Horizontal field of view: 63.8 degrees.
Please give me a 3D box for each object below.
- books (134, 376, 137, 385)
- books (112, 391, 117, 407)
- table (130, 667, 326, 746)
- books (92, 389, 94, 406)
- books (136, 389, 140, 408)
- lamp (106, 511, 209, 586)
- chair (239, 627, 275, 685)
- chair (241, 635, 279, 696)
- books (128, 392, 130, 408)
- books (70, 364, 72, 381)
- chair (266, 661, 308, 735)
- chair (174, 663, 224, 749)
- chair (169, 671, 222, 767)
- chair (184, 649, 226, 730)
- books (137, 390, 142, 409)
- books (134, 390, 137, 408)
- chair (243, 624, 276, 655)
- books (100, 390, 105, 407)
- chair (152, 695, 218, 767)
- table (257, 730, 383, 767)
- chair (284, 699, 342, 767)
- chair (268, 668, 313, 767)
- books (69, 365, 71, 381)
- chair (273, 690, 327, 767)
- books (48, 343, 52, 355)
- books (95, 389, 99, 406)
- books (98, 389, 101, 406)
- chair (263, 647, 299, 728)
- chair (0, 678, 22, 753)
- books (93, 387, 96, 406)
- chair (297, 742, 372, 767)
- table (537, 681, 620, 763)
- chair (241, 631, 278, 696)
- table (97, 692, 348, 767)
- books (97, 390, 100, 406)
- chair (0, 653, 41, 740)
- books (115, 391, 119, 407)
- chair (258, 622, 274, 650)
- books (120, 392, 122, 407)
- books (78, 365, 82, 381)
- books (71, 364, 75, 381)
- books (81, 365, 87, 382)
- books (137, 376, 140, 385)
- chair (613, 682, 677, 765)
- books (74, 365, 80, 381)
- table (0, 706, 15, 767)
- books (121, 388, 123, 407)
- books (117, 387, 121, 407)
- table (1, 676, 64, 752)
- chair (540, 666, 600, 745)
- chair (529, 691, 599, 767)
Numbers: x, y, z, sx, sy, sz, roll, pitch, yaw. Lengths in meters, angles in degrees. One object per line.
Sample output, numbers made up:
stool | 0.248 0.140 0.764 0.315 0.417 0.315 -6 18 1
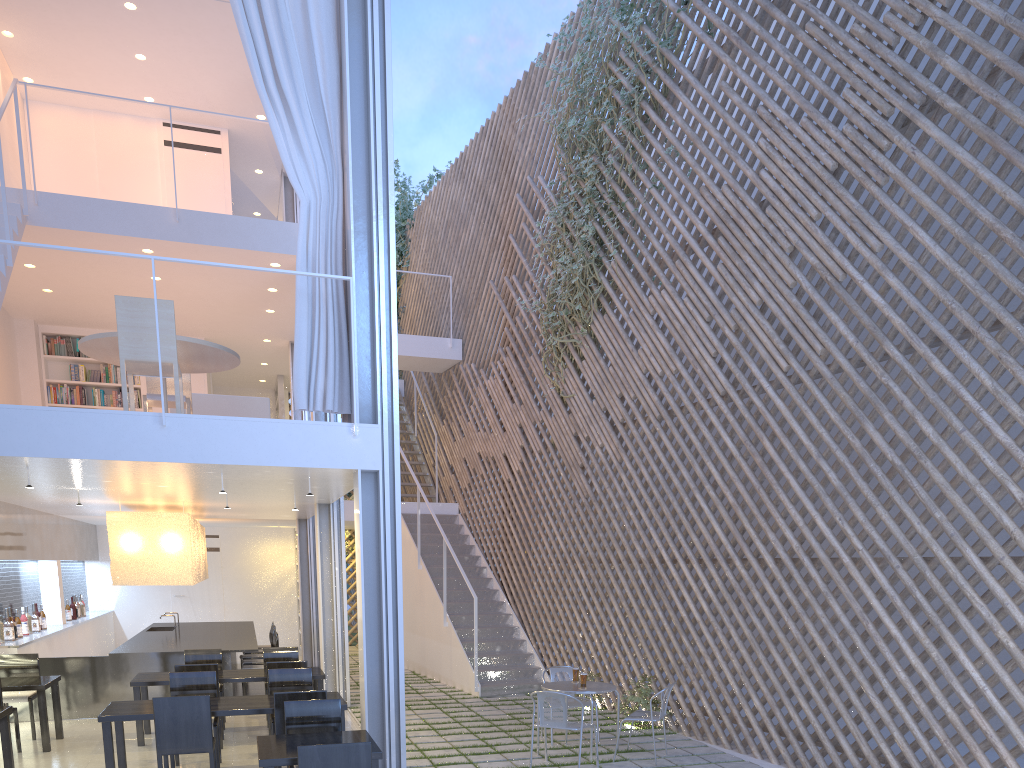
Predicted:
books | -2.643 0.375 4.614 0.037 1.659 3.645 -1 -8 -7
books | -2.983 0.122 6.184 0.020 0.125 0.090 -3 3 -19
table | -1.443 1.658 4.258 0.917 0.335 0.350 3 -3 -18
books | -3.119 0.112 6.140 0.006 0.125 0.093 -3 3 -19
books | -2.834 0.123 6.233 0.011 0.148 0.084 -3 5 -19
lamp | -2.440 1.186 5.827 0.448 0.421 2.326 1 -11 -18
chair | -1.837 1.979 5.946 0.239 0.447 0.185 -2 7 -22
chair | -1.623 1.842 5.312 0.240 0.447 0.184 -1 6 -16
books | -2.888 0.131 6.218 0.018 0.123 0.084 -3 3 -19
books | -2.842 0.357 4.550 0.040 1.664 3.561 -2 -7 -15
chair | -1.124 1.583 4.120 0.191 0.447 0.232 -2 5 -18
chair | -1.514 1.555 3.997 0.191 0.447 0.232 -2 5 -18
chair | -1.355 1.450 3.512 0.191 0.447 0.232 -2 5 -18
chair | -1.658 1.651 4.437 0.191 0.447 0.232 -2 5 -18
books | -2.819 0.124 6.239 0.020 0.148 0.082 -3 5 -19
books | -2.844 0.124 6.228 0.010 0.143 0.087 -3 4 -19
chair | -1.924 2.049 6.269 0.239 0.447 0.184 -2 7 -20
books | -3.066 0.115 6.168 0.021 0.133 0.068 -3 6 -19
chair | -1.211 1.354 3.071 0.191 0.447 0.232 -2 5 -18
table | -0.618 1.306 2.632 0.359 0.336 0.350 1 -2 -18
chair | -0.658 1.294 2.785 0.191 0.447 0.232 -2 5 -18
chair | -0.965 1.478 3.636 0.191 0.447 0.232 -2 5 -18
books | -2.856 0.352 4.545 0.080 1.638 3.582 -2 -7 -15
chair | -0.821 1.383 3.195 0.191 0.447 0.232 -2 5 -18
books | -3.373 -0.244 6.019 0.021 0.101 0.061 -3 4 -19
books | -3.094 0.111 6.147 0.015 0.131 0.093 -3 3 -19
books | -3.076 0.112 6.152 0.007 0.131 0.094 -3 3 -19
chair | -1.268 1.679 4.561 0.191 0.447 0.232 -2 5 -18
chair | -2.365 1.489 3.706 0.191 0.447 0.232 -2 5 -18
books | -3.110 0.104 6.144 0.015 0.145 0.087 -3 5 -19
chair | -0.503 1.191 2.311 0.191 0.447 0.232 -2 5 -18
table | 0.311 1.576 3.863 0.347 0.338 0.346 -1 -2 34
chair | -1.723 1.911 5.631 0.239 0.447 0.184 -2 7 -20
table | -1.155 1.468 3.381 0.917 0.335 0.350 3 -3 -18
books | -3.084 0.116 6.153 0.006 0.123 0.088 -3 3 -19
chair | -2.520 1.592 4.179 0.191 0.447 0.232 -2 5 -18
books | -2.966 0.122 6.191 0.015 0.128 0.087 -3 3 -19
chair | -2.024 2.119 6.588 0.240 0.447 0.184 -1 6 -16
books | -2.941 0.128 6.203 0.006 0.122 0.079 -3 4 -19
books | -2.809 0.345 4.555 0.036 1.631 3.593 -2 -8 -13
books | -2.825 0.349 4.567 0.027 1.628 3.554 -2 -7 -15
books | -2.820 0.366 4.562 0.030 1.664 3.585 -2 -8 -12
books | -2.624 0.366 4.619 0.038 1.633 3.644 -1 -8 -7
chair | 0.618 1.533 3.756 0.248 0.387 0.257 2 3 22
books | -2.816 0.360 4.545 0.039 1.660 3.613 -2 -7 -14
table | -2.104 1.399 3.079 0.359 0.336 0.350 1 -2 -18
books | -2.932 0.112 6.203 0.011 0.156 0.080 -3 6 -19
books | -2.951 0.110 6.194 0.015 0.155 0.085 -3 5 -19
table | -2.392 1.590 3.957 0.359 0.336 0.350 1 -2 -18
chair | 0.281 1.624 4.175 0.262 0.387 0.242 -1 3 -18
chair | 0.213 1.485 3.542 0.261 0.387 0.243 2 4 27
